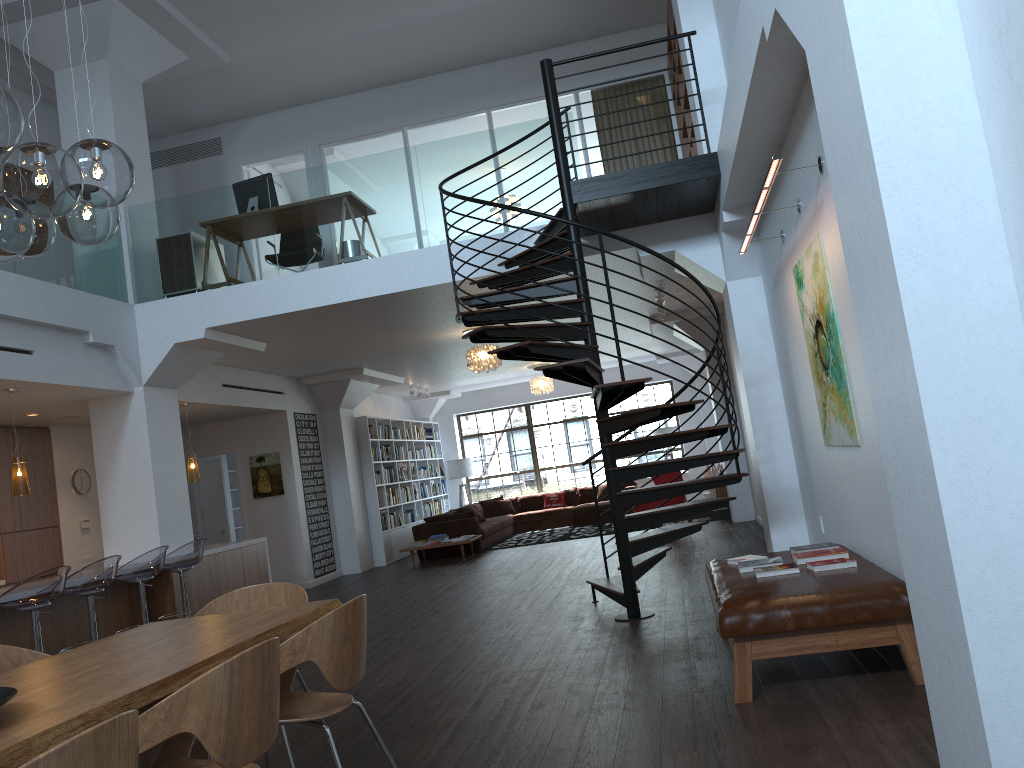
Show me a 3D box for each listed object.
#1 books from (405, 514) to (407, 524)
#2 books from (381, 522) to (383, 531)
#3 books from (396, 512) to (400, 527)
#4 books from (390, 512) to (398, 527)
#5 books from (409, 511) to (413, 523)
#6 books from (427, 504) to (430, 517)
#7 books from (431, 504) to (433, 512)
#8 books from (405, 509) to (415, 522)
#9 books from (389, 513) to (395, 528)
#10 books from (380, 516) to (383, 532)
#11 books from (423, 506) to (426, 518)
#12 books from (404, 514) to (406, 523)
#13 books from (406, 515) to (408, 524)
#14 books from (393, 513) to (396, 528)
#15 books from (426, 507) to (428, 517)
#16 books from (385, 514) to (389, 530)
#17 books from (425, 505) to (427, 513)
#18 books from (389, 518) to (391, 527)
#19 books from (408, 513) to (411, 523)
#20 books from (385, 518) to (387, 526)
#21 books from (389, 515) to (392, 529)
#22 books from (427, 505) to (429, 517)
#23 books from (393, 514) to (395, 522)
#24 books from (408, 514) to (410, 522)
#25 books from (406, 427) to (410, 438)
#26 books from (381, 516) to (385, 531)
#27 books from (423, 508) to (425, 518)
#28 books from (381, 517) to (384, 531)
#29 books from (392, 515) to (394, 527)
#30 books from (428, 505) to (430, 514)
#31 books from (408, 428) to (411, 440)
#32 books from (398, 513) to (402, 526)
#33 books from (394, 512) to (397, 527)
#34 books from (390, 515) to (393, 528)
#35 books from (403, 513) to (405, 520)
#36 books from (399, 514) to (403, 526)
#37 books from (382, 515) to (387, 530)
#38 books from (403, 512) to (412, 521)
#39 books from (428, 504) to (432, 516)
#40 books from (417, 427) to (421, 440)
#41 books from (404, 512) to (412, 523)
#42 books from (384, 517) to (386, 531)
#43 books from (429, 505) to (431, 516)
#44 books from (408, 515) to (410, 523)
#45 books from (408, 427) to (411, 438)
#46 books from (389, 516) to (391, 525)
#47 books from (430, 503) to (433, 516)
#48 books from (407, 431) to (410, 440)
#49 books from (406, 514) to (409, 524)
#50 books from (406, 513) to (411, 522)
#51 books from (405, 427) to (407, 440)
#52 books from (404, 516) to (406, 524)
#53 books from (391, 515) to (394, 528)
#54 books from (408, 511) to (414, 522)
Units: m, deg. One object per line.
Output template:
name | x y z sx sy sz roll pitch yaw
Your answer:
books | -1.935 2.391 15.656 0.134 0.184 0.030 -9 -5 9
books | -2.183 2.266 14.316 0.160 0.251 0.031 -9 -5 9
books | -2.027 2.323 15.167 0.183 0.253 0.042 -9 -5 9
books | -2.048 2.315 15.083 0.180 0.259 0.042 -9 -5 9
books | -1.870 2.401 15.967 0.146 0.202 0.027 -9 -5 9
books | -1.683 2.451 17.042 0.183 0.253 0.034 -9 -5 9
books | -1.635 2.472 17.324 0.160 0.250 0.026 -9 -5 9
books | -1.850 2.400 16.133 0.140 0.231 0.042 -9 -5 9
books | -2.073 2.306 14.933 0.183 0.253 0.042 -9 -5 9
books | -2.201 2.248 14.279 0.198 0.284 0.049 -9 -5 9
books | -1.736 2.447 16.808 0.168 0.231 0.037 -9 -5 9
books | -1.935 2.389 15.607 0.128 0.178 0.022 -9 -5 9
books | -1.906 2.408 15.714 0.110 0.153 0.019 -9 -5 9
books | -2.056 2.315 15.004 0.171 0.246 0.039 -9 -5 9
books | -1.697 2.457 16.926 0.161 0.223 0.026 -9 -5 9
books | -2.135 2.283 14.580 0.180 0.251 0.048 -9 -5 9
books | -1.706 2.442 16.903 0.160 0.250 0.026 -9 -5 9
books | -2.124 2.278 14.713 0.198 0.284 0.049 -9 -5 9
books | -1.889 2.408 15.852 0.126 0.173 0.032 -9 -5 9
books | -2.140 2.294 14.534 0.161 0.223 0.033 -9 -5 9
books | -2.089 2.310 14.777 0.161 0.223 0.032 -9 -5 9
books | -1.693 2.449 17.010 0.183 0.253 0.034 -9 -5 9
books | -2.062 2.324 14.967 0.161 0.223 0.033 -9 -5 9
books | -1.893 2.408 15.824 0.122 0.169 0.023 -9 -5 9
books | -2.013 0.940 16.645 0.160 0.251 0.031 -9 -5 9
books | -2.160 2.275 14.386 0.174 0.240 0.054 -9 -5 9
books | -1.747 2.438 16.742 0.174 0.240 0.045 -9 -5 9
books | -2.167 2.280 14.343 0.161 0.223 0.032 -9 -5 9
books | -2.066 2.326 14.893 0.161 0.223 0.030 -9 -5 9
books | -1.678 2.458 17.086 0.171 0.246 0.057 -9 -5 9
books | -1.997 0.954 16.673 0.161 0.223 0.032 -9 -5 9
books | -2.011 2.338 15.254 0.174 0.236 0.142 -9 -5 9
books | -2.052 2.316 15.043 0.160 0.251 0.039 -9 -5 9
books | -2.092 2.310 14.822 0.176 0.231 0.053 -9 -5 9
books | -1.951 2.377 15.556 0.136 0.196 0.045 -9 -5 9
books | -1.991 2.355 15.308 0.161 0.207 0.135 -9 -5 9
books | -2.151 2.277 14.499 0.183 0.253 0.042 -9 -5 9
books | -1.883 2.401 15.941 0.146 0.202 0.027 -9 -5 9
books | -1.653 2.461 17.200 0.183 0.253 0.034 -9 -5 9
books | -1.889 0.985 17.322 0.183 0.253 0.034 -9 -5 9
books | -1.882 2.403 15.908 0.139 0.191 0.036 -9 -5 9
books | -2.141 2.287 14.459 0.161 0.223 0.032 -9 -5 9
books | -1.670 2.467 17.163 0.174 0.240 0.045 -9 -5 9
books | -1.888 2.406 15.801 0.107 0.167 0.017 -9 -5 9
books | -1.998 0.944 16.710 0.160 0.251 0.039 -9 -5 9
books | -2.106 2.296 14.749 0.160 0.251 0.031 -9 -5 9
books | -1.646 2.465 17.283 0.180 0.259 0.060 -9 -5 9
books | -2.013 0.955 16.562 0.161 0.207 0.130 -9 -5 9
books | -1.903 2.404 15.752 0.120 0.167 0.020 -9 -5 9
books | -1.884 2.407 15.878 0.128 0.178 0.021 -9 -5 9
books | -2.048 0.923 16.426 0.183 0.253 0.042 -9 -5 9
books | -1.946 2.378 15.589 0.127 0.200 0.020 -9 -5 9
books | -2.077 2.316 14.863 0.161 0.223 0.033 -9 -5 9
books | -1.859 2.408 16.048 0.146 0.202 0.027 -9 -5 9
